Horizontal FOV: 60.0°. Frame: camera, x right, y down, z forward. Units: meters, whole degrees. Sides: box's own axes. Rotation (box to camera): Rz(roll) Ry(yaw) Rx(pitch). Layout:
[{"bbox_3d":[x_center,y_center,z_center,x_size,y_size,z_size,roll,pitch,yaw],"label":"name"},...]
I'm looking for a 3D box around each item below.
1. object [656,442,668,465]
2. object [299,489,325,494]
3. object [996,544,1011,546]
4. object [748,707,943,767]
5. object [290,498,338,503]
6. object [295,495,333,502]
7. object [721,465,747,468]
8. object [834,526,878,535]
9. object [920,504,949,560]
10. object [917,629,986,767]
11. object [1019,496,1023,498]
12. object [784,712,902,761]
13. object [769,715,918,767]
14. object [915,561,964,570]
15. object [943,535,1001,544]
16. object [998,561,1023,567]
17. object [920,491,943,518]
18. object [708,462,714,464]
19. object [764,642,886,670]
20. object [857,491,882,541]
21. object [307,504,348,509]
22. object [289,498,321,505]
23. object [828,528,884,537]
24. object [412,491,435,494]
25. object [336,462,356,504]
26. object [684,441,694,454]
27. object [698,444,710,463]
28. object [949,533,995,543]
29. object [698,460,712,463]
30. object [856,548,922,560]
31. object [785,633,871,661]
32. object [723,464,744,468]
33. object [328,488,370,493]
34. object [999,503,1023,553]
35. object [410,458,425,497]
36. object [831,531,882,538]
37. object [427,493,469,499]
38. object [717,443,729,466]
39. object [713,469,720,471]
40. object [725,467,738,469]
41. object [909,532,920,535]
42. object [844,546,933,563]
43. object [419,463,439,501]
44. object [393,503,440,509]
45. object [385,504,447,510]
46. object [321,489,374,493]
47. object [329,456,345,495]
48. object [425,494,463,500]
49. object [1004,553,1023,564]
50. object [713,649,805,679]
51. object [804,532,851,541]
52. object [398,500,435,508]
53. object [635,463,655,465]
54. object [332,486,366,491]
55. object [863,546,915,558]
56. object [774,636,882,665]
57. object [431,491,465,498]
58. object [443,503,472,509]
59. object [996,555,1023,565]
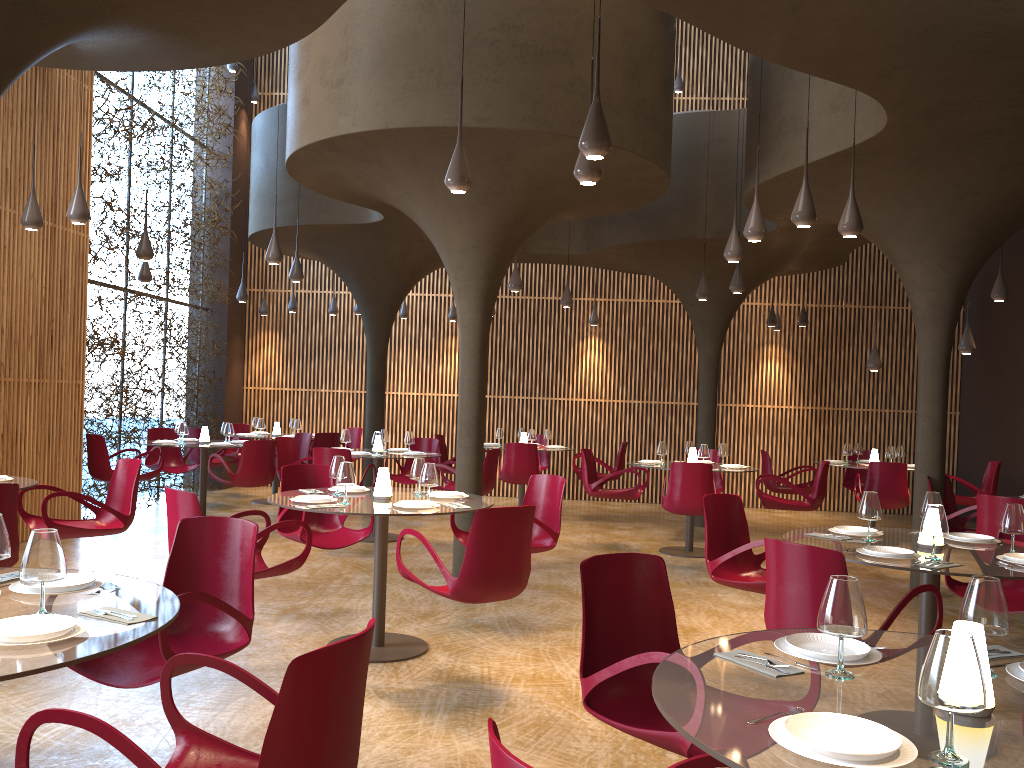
[{"bbox_3d":[1.920,0.888,11.347,0.142,0.295,0.142,2,1,42],"label":"object"},{"bbox_3d":[-1.571,0.843,6.943,0.126,0.017,0.262,3,-1,-31],"label":"object"},{"bbox_3d":[2.876,0.975,5.544,0.204,0.012,0.410,3,-1,-35],"label":"object"},{"bbox_3d":[0.779,0.850,2.109,0.204,0.012,0.410,3,-1,-30],"label":"object"},{"bbox_3d":[-1.417,0.833,6.349,0.332,0.014,0.331,3,-1,-33],"label":"object"},{"bbox_3d":[-1.416,0.823,6.349,0.263,0.029,0.263,2,-1,-23],"label":"object"},{"bbox_3d":[2.821,1.056,11.286,0.331,0.014,0.332,1,-1,38],"label":"object"},{"bbox_3d":[2.204,0.943,5.685,0.263,0.029,0.263,1,-1,41],"label":"object"},{"bbox_3d":[2.306,0.807,4.840,0.142,0.295,0.142,2,0,-1],"label":"object"},{"bbox_3d":[1.010,0.719,2.038,0.142,0.295,0.142,2,0,18],"label":"object"},{"bbox_3d":[5.038,1.094,8.471,0.332,0.014,0.332,2,-1,-12],"label":"object"},{"bbox_3d":[0.782,0.840,2.105,0.263,0.029,0.263,2,-1,32],"label":"object"},{"bbox_3d":[0.782,0.849,2.105,0.332,0.014,0.332,2,-1,-13],"label":"object"},{"bbox_3d":[2.224,0.945,4.615,0.262,0.017,0.126,3,-1,-34],"label":"object"},{"bbox_3d":[2.873,0.974,5.548,0.332,0.014,0.332,2,-1,8],"label":"object"},{"bbox_3d":[2.807,0.962,4.795,0.411,0.012,0.204,3,-1,-40],"label":"object"},{"bbox_3d":[2.650,0.830,5.595,0.142,0.295,0.142,2,1,36],"label":"object"},{"bbox_3d":[2.550,1.056,11.913,0.332,0.014,0.332,2,-1,-14],"label":"object"},{"bbox_3d":[1.030,0.871,2.892,0.411,0.012,0.204,3,-1,-36],"label":"object"},{"bbox_3d":[2.198,0.812,5.451,0.142,0.295,0.142,2,0,-30],"label":"object"},{"bbox_3d":[-1.269,0.842,6.086,0.262,0.017,0.126,3,-1,-33],"label":"object"},{"bbox_3d":[-1.420,0.834,6.352,0.204,0.012,0.410,3,-1,-37],"label":"object"},{"bbox_3d":[2.204,0.952,5.685,0.332,0.014,0.332,2,-1,12],"label":"object"},{"bbox_3d":[-0.669,0.879,7.163,0.262,0.017,0.126,3,-1,-37],"label":"object"},{"bbox_3d":[-1.182,0.704,6.309,0.142,0.295,0.142,2,0,0],"label":"object"},{"bbox_3d":[2.358,0.910,11.786,0.142,0.295,0.142,2,1,37],"label":"object"},{"bbox_3d":[2.381,0.900,11.016,0.142,0.295,0.142,2,0,-4],"label":"object"},{"bbox_3d":[2.873,0.965,5.547,0.263,0.029,0.263,2,-1,2],"label":"object"},{"bbox_3d":[2.550,1.046,11.913,0.263,0.029,0.263,2,-1,6],"label":"object"},{"bbox_3d":[2.070,0.936,4.875,0.332,0.014,0.332,2,-1,1],"label":"object"},{"bbox_3d":[1.027,0.860,2.888,0.263,0.029,0.263,2,-1,-25],"label":"object"},{"bbox_3d":[2.821,1.046,11.286,0.263,0.029,0.263,2,-1,12],"label":"object"},{"bbox_3d":[-1.303,0.848,7.084,0.331,0.014,0.332,2,-1,20],"label":"object"},{"bbox_3d":[2.842,0.828,5.028,0.142,0.295,0.142,2,0,31],"label":"object"},{"bbox_3d":[-0.728,0.729,6.932,0.142,0.295,0.142,2,0,18],"label":"object"},{"bbox_3d":[2.207,0.954,5.689,0.411,0.012,0.204,3,-1,-44],"label":"object"},{"bbox_3d":[-0.501,0.874,6.911,0.331,0.014,0.332,2,-1,27],"label":"object"},{"bbox_3d":[2.735,0.919,11.499,0.142,0.295,0.142,2,0,-21],"label":"object"},{"bbox_3d":[2.450,1.043,10.790,0.126,0.017,0.262,2,-1,19],"label":"object"},{"bbox_3d":[2.820,1.057,11.281,0.204,0.012,0.411,2,-1,20],"label":"object"},{"bbox_3d":[2.736,0.980,5.817,0.262,0.017,0.126,3,-1,-30],"label":"object"},{"bbox_3d":[2.067,0.937,4.879,0.204,0.012,0.410,3,-1,-38],"label":"object"},{"bbox_3d":[-0.607,0.727,6.473,0.142,0.295,0.142,2,1,-40],"label":"object"},{"bbox_3d":[-0.672,0.858,6.250,0.331,0.014,0.332,2,-1,24],"label":"object"},{"bbox_3d":[-0.675,0.859,6.247,0.411,0.012,0.204,3,-1,-32],"label":"object"},{"bbox_3d":[-1.300,0.849,7.087,0.411,0.012,0.204,3,-1,-36],"label":"object"},{"bbox_3d":[-1.343,0.706,6.854,0.142,0.295,0.142,2,1,-44],"label":"object"},{"bbox_3d":[-0.498,0.875,6.908,0.204,0.012,0.410,3,-1,-41],"label":"object"},{"bbox_3d":[2.810,0.951,4.798,0.263,0.029,0.263,2,-1,26],"label":"object"},{"bbox_3d":[0.761,0.865,2.745,0.126,0.017,0.262,3,-1,-32],"label":"object"},{"bbox_3d":[1.960,0.948,5.506,0.126,0.017,0.262,3,-1,-40],"label":"object"},{"bbox_3d":[-0.671,0.848,6.250,0.263,0.029,0.263,3,-1,-31],"label":"object"},{"bbox_3d":[1.686,1.023,11.282,0.262,0.017,0.126,2,-1,21],"label":"object"},{"bbox_3d":[-1.303,0.838,7.084,0.263,0.029,0.263,2,-1,-25],"label":"object"},{"bbox_3d":[2.071,0.926,4.875,0.263,0.029,0.263,1,-1,40],"label":"object"},{"bbox_3d":[1.027,0.869,2.888,0.331,0.014,0.332,2,-1,23],"label":"object"},{"bbox_3d":[-0.501,0.864,6.911,0.263,0.029,0.263,3,-1,-40],"label":"object"},{"bbox_3d":[-0.396,0.877,6.373,0.126,0.017,0.262,2,-1,-28],"label":"object"},{"bbox_3d":[2.810,0.961,4.798,0.331,0.014,0.332,2,-1,29],"label":"object"}]
